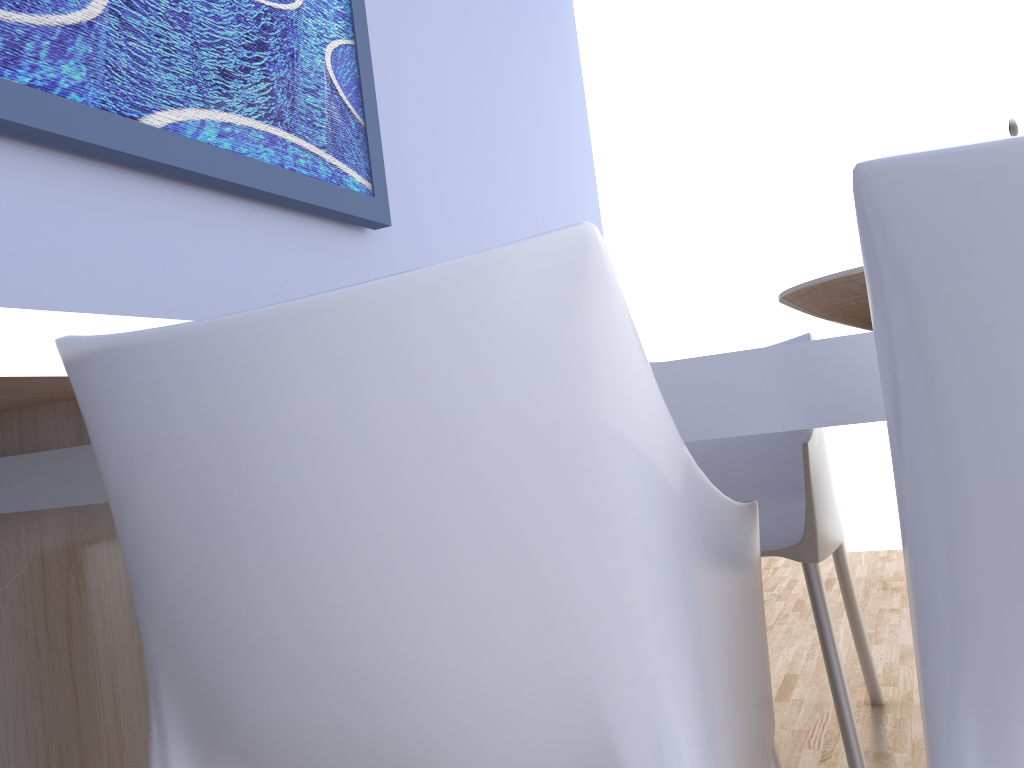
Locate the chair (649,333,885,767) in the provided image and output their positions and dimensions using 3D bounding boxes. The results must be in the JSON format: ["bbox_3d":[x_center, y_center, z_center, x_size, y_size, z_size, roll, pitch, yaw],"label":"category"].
[{"bbox_3d":[0.413,0.315,1.782,0.510,0.793,0.486,-8,-3,24],"label":"chair"}]

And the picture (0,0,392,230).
[{"bbox_3d":[-0.630,-0.820,1.620,0.049,0.901,1.252,-8,-3,24],"label":"picture"}]

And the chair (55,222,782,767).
[{"bbox_3d":[-0.032,0.326,0.724,0.510,0.793,0.486,-8,-3,24],"label":"chair"}]

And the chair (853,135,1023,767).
[{"bbox_3d":[0.486,0.251,0.487,0.510,0.793,0.486,-8,-3,24],"label":"chair"}]

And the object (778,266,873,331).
[{"bbox_3d":[0.582,-0.105,1.073,0.493,0.081,0.493,-9,-3,43],"label":"object"}]

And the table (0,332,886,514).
[{"bbox_3d":[0.536,0.308,1.094,2.340,0.718,1.002,-8,-3,24],"label":"table"}]

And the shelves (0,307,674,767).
[{"bbox_3d":[-0.432,0.374,1.238,0.463,0.840,3.901,-8,-3,24],"label":"shelves"}]

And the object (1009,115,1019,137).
[{"bbox_3d":[0.807,-0.252,1.390,0.045,0.349,0.045,-8,-3,24],"label":"object"}]
